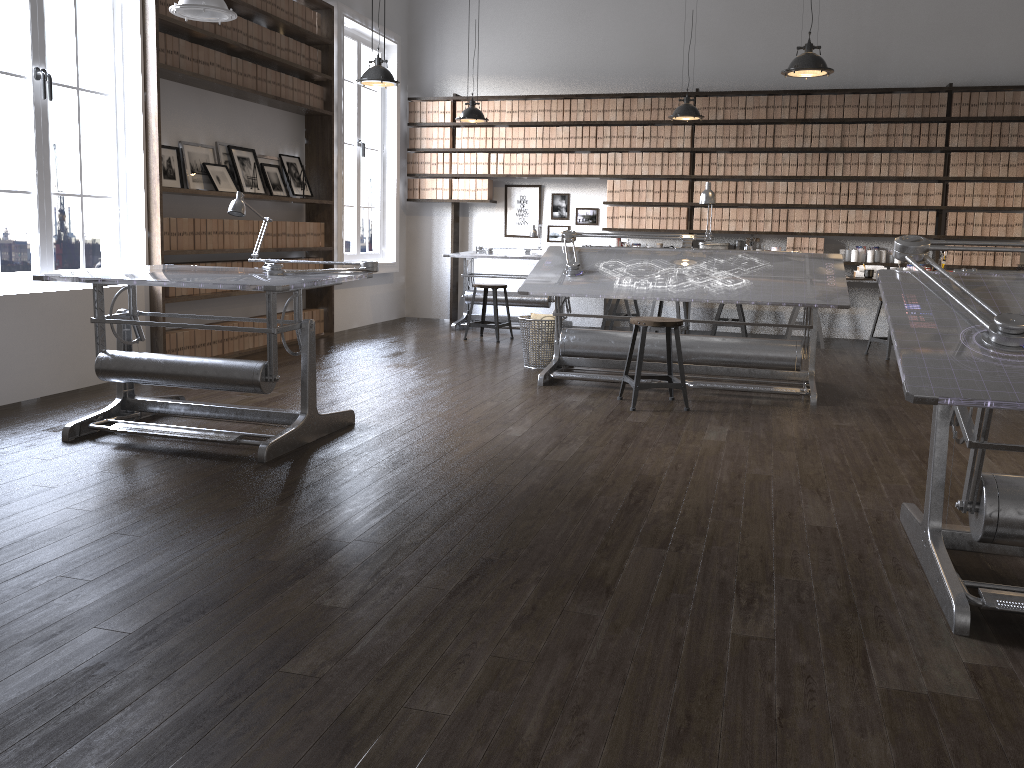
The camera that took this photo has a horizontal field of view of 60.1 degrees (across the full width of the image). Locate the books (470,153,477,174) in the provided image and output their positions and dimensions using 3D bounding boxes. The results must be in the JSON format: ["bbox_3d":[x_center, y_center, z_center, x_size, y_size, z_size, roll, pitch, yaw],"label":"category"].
[{"bbox_3d":[-0.392,-2.394,9.645,0.067,0.224,0.175,3,8,16],"label":"books"}]

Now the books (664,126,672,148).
[{"bbox_3d":[1.600,-2.514,9.046,0.067,0.224,0.175,3,8,16],"label":"books"}]

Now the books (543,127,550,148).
[{"bbox_3d":[0.386,-2.602,9.395,0.067,0.224,0.175,3,8,16],"label":"books"}]

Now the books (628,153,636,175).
[{"bbox_3d":[1.255,-2.275,9.179,0.067,0.224,0.175,3,8,16],"label":"books"}]

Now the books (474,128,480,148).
[{"bbox_3d":[-0.352,-2.656,9.602,0.067,0.224,0.175,3,8,16],"label":"books"}]

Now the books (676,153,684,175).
[{"bbox_3d":[1.717,-2.241,9.045,0.067,0.224,0.175,3,8,16],"label":"books"}]

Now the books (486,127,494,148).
[{"bbox_3d":[-0.218,-2.646,9.561,0.067,0.224,0.175,3,8,16],"label":"books"}]

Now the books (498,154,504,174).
[{"bbox_3d":[-0.096,-2.365,9.558,0.067,0.224,0.175,3,8,16],"label":"books"}]

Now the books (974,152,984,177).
[{"bbox_3d":[4.360,-2.049,8.299,0.067,0.224,0.175,3,8,16],"label":"books"}]

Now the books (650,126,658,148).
[{"bbox_3d":[1.467,-2.524,9.089,0.067,0.224,0.175,3,8,16],"label":"books"}]

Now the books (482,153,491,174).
[{"bbox_3d":[-0.261,-2.384,9.602,0.067,0.224,0.175,3,8,16],"label":"books"}]

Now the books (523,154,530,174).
[{"bbox_3d":[0.174,-2.345,9.480,0.067,0.224,0.175,3,8,16],"label":"books"}]

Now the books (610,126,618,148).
[{"bbox_3d":[1.073,-2.553,9.201,0.067,0.224,0.175,3,8,16],"label":"books"}]

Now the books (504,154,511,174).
[{"bbox_3d":[-0.028,-2.361,9.543,0.067,0.224,0.175,3,8,16],"label":"books"}]

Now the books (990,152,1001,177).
[{"bbox_3d":[4.494,-2.039,8.263,0.067,0.224,0.175,3,8,16],"label":"books"}]

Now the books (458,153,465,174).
[{"bbox_3d":[-0.527,-2.403,9.681,0.067,0.224,0.175,3,8,16],"label":"books"}]

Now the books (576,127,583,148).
[{"bbox_3d":[0.720,-2.578,9.299,0.067,0.224,0.175,3,8,16],"label":"books"}]

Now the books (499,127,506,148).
[{"bbox_3d":[-0.078,-2.635,9.523,0.067,0.224,0.175,3,8,16],"label":"books"}]

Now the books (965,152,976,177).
[{"bbox_3d":[4.289,-2.053,8.315,0.067,0.224,0.175,3,8,16],"label":"books"}]

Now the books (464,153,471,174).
[{"bbox_3d":[-0.459,-2.399,9.666,0.067,0.224,0.175,3,8,16],"label":"books"}]

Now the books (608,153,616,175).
[{"bbox_3d":[1.050,-2.289,9.232,0.067,0.224,0.175,3,8,16],"label":"books"}]

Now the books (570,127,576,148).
[{"bbox_3d":[0.657,-2.582,9.312,0.067,0.224,0.175,3,8,16],"label":"books"}]

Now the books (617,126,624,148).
[{"bbox_3d":[1.141,-2.548,9.182,0.067,0.224,0.175,3,8,16],"label":"books"}]

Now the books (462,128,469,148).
[{"bbox_3d":[-0.483,-2.664,9.635,0.067,0.224,0.175,3,8,16],"label":"books"}]

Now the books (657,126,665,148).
[{"bbox_3d":[1.535,-2.520,9.072,0.067,0.224,0.175,3,8,16],"label":"books"}]

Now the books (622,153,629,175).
[{"bbox_3d":[1.188,-2.280,9.200,0.067,0.224,0.175,3,8,16],"label":"books"}]

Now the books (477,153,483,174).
[{"bbox_3d":[-0.321,-2.389,9.624,0.067,0.224,0.175,3,8,16],"label":"books"}]

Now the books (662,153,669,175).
[{"bbox_3d":[1.582,-2.251,9.088,0.067,0.224,0.175,3,8,16],"label":"books"}]

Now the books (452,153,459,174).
[{"bbox_3d":[-0.597,-2.408,9.698,0.067,0.224,0.175,3,8,16],"label":"books"}]

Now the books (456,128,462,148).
[{"bbox_3d":[-0.552,-2.670,9.658,0.067,0.224,0.175,3,8,16],"label":"books"}]

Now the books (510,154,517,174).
[{"bbox_3d":[0.040,-2.356,9.526,0.067,0.224,0.175,3,8,16],"label":"books"}]

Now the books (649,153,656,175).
[{"bbox_3d":[1.452,-2.261,9.123,0.067,0.224,0.175,3,8,16],"label":"books"}]

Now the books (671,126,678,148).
[{"bbox_3d":[1.665,-2.510,9.033,0.067,0.224,0.175,3,8,16],"label":"books"}]

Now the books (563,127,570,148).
[{"bbox_3d":[0.588,-2.587,9.332,0.067,0.224,0.175,3,8,16],"label":"books"}]

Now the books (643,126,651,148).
[{"bbox_3d":[1.398,-2.529,9.104,0.067,0.224,0.175,3,8,16],"label":"books"}]

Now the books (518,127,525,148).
[{"bbox_3d":[0.123,-2.621,9.464,0.067,0.224,0.175,3,8,16],"label":"books"}]

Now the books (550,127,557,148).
[{"bbox_3d":[0.453,-2.598,9.378,0.067,0.224,0.175,3,8,16],"label":"books"}]

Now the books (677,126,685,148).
[{"bbox_3d":[1.725,-2.505,9.014,0.067,0.224,0.175,3,8,16],"label":"books"}]

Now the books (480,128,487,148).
[{"bbox_3d":[-0.288,-2.651,9.587,0.067,0.224,0.175,3,8,16],"label":"books"}]

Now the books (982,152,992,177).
[{"bbox_3d":[4.428,-2.044,8.284,0.067,0.224,0.175,3,8,16],"label":"books"}]

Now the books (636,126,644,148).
[{"bbox_3d":[1.329,-2.534,9.126,0.067,0.224,0.175,3,8,16],"label":"books"}]

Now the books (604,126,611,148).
[{"bbox_3d":[1.003,-2.557,9.217,0.067,0.224,0.175,3,8,16],"label":"books"}]

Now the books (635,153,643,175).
[{"bbox_3d":[1.321,-2.269,9.156,0.067,0.224,0.175,3,8,16],"label":"books"}]

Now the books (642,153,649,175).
[{"bbox_3d":[1.392,-2.265,9.138,0.067,0.224,0.175,3,8,16],"label":"books"}]

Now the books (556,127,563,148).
[{"bbox_3d":[0.519,-2.592,9.355,0.067,0.224,0.175,3,8,16],"label":"books"}]

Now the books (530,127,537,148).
[{"bbox_3d":[0.248,-2.612,9.432,0.067,0.224,0.175,3,8,16],"label":"books"}]

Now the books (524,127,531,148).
[{"bbox_3d":[0.188,-2.617,9.450,0.067,0.224,0.175,3,8,16],"label":"books"}]

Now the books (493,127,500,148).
[{"bbox_3d":[-0.145,-2.641,9.546,0.067,0.224,0.175,3,8,16],"label":"books"}]

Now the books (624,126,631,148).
[{"bbox_3d":[1.204,-2.542,9.158,0.067,0.224,0.175,3,8,16],"label":"books"}]

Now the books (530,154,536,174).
[{"bbox_3d":[0.244,-2.340,9.460,0.067,0.224,0.175,3,8,16],"label":"books"}]

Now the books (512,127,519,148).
[{"bbox_3d":[0.060,-2.626,9.488,0.067,0.224,0.175,3,8,16],"label":"books"}]

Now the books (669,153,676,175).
[{"bbox_3d":[1.650,-2.246,9.068,0.067,0.224,0.175,3,8,16],"label":"books"}]

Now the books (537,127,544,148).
[{"bbox_3d":[0.317,-2.607,9.410,0.067,0.224,0.175,3,8,16],"label":"books"}]

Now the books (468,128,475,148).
[{"bbox_3d":[-0.414,-2.659,9.615,0.067,0.224,0.175,3,8,16],"label":"books"}]

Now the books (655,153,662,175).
[{"bbox_3d":[1.515,-2.255,9.100,0.067,0.224,0.175,3,8,16],"label":"books"}]

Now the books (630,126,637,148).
[{"bbox_3d":[1.269,-2.538,9.144,0.067,0.224,0.175,3,8,16],"label":"books"}]

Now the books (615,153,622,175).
[{"bbox_3d":[1.120,-2.284,9.215,0.067,0.224,0.175,3,8,16],"label":"books"}]

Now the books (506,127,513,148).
[{"bbox_3d":[-0.009,-2.631,9.507,0.067,0.224,0.175,3,8,16],"label":"books"}]
